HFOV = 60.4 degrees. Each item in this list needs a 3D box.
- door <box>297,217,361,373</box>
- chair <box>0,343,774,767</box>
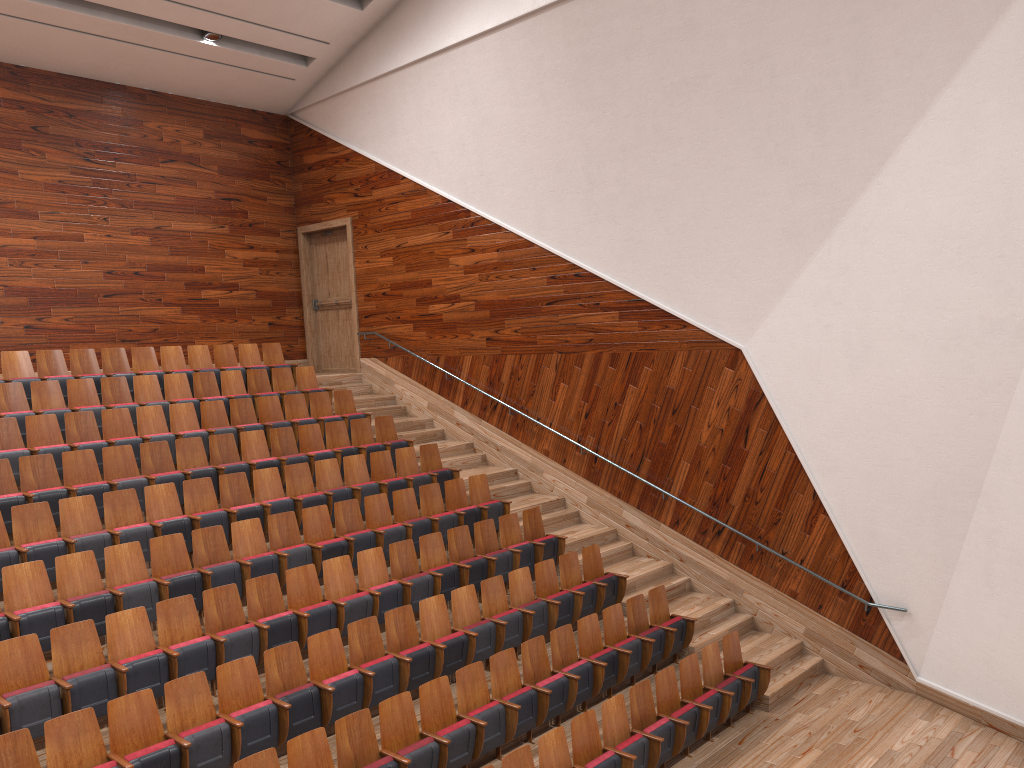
[{"bbox_3d":[-0.287,-0.137,1.422,0.139,0.244,0.024,5,12,41],"label":"door"},{"bbox_3d":[-0.439,0.165,0.632,0.767,0.379,1.170,2,5,42],"label":"chair"}]
